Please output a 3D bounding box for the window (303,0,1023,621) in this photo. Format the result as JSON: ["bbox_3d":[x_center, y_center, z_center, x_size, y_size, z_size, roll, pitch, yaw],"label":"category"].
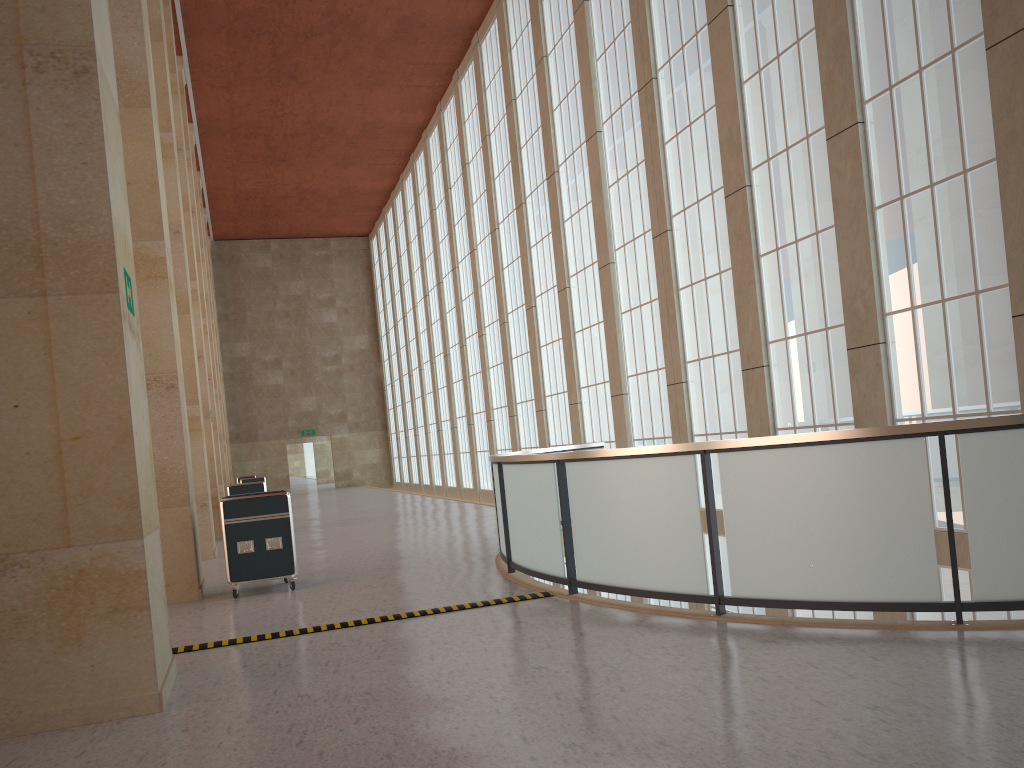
[{"bbox_3d":[-12.777,5.154,76.215,0.010,28.621,165.441,-6,-4,-17],"label":"window"}]

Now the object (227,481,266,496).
[{"bbox_3d":[-7.720,3.668,25.939,1.053,1.541,1.276,-5,-2,-17],"label":"object"}]

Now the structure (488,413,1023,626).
[{"bbox_3d":[2.693,1.642,12.426,5.232,1.794,13.130,-4,-4,-27],"label":"structure"}]

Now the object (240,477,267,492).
[{"bbox_3d":[-11.338,4.890,38.945,1.053,1.541,1.276,-5,-2,-17],"label":"object"}]

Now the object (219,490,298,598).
[{"bbox_3d":[-4.024,2.515,14.085,1.053,1.541,1.276,-5,-2,-17],"label":"object"}]

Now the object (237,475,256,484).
[{"bbox_3d":[-15.360,6.116,51.406,1.053,1.541,1.276,-5,-2,-17],"label":"object"}]
